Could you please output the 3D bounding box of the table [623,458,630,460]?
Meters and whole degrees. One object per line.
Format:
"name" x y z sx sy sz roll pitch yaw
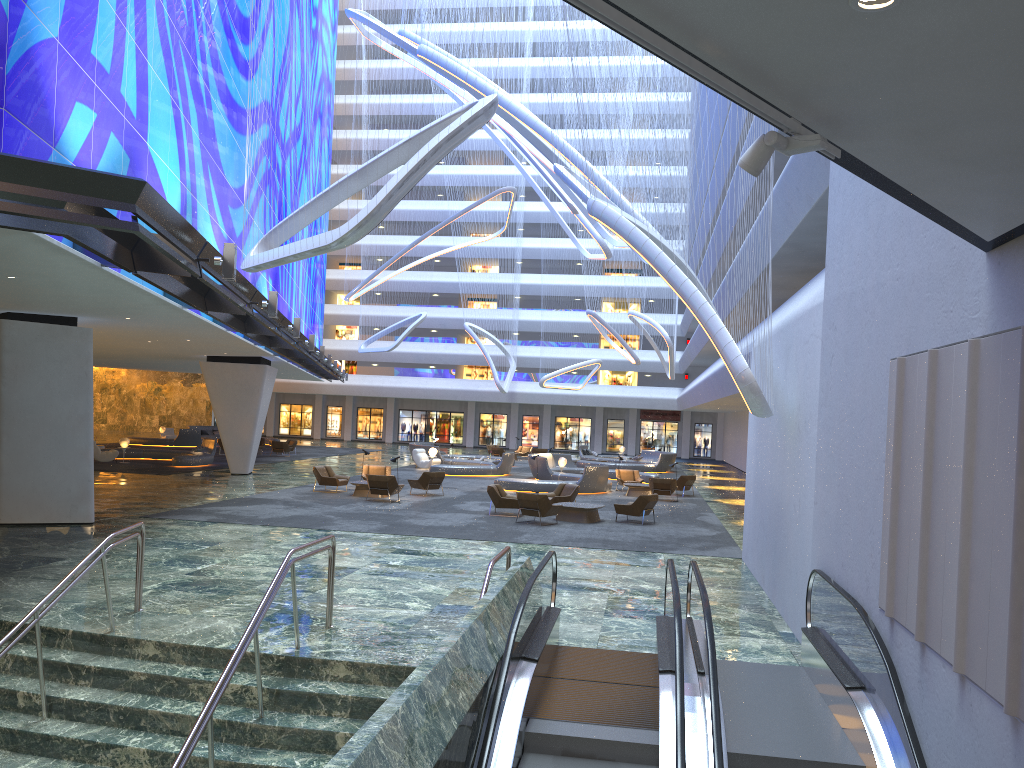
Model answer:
"table" 6.515 4.499 51.590 0.671 0.406 0.674 3 -1 5

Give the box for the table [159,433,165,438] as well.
"table" -20.108 3.105 50.799 0.418 0.595 0.428 3 -1 8

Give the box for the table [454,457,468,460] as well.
"table" -2.510 3.783 43.145 0.673 0.406 0.671 2 -2 28

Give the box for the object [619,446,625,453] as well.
"object" 6.743 4.006 54.277 0.367 0.387 0.318 3 -1 -9

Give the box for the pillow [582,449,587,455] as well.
"pillow" 4.349 4.025 52.408 0.295 0.369 0.770 2 -2 21

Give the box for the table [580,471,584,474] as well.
"table" 3.371 3.825 36.291 1.202 0.392 1.204 2 -2 9

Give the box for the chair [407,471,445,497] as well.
"chair" -2.602 3.055 27.304 0.938 0.766 0.930 2 -2 42

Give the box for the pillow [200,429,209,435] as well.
"pillow" -19.237 3.012 55.321 0.315 0.386 0.785 2 -2 25

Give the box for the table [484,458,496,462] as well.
"table" -0.996 3.856 43.195 0.674 0.406 0.671 4 -2 -29

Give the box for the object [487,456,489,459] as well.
"object" -1.189 3.587 43.245 0.071 0.118 0.151 3 -1 19

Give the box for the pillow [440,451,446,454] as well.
"pillow" -3.633 3.502 44.999 0.443 0.207 0.444 4 -2 -30

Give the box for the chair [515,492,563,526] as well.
"chair" 0.613 3.005 21.456 0.929 0.766 0.939 2 -1 36

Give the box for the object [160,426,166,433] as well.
"object" -20.039 2.618 50.822 0.366 0.387 0.318 2 -1 16

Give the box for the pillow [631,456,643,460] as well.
"pillow" 6.905 4.064 48.727 0.693 0.262 0.877 4 -2 -29

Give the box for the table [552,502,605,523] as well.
"table" 1.690 3.273 22.555 1.202 0.392 1.204 2 -2 27

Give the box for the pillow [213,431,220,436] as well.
"pillow" -18.512 3.115 55.956 0.692 0.262 0.877 3 -2 -1

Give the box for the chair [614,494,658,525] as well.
"chair" 3.180 3.166 22.626 0.938 0.766 0.930 2 -1 33

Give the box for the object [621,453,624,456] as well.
"object" 6.449 4.166 51.669 0.131 0.252 0.103 3 0 -8

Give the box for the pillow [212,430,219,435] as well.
"pillow" -18.596 3.074 56.133 0.775 0.366 0.317 4 -2 -40

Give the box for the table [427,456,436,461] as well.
"table" -3.510 3.473 38.770 0.418 0.595 0.427 3 -1 -17

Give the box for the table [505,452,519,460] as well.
"table" -0.271 4.152 50.755 1.202 0.392 1.204 1 -2 44

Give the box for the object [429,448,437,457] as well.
"object" -3.456 2.985 38.811 0.367 0.387 0.318 3 -1 -9

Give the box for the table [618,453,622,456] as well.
"table" 6.468 4.432 52.988 0.418 0.595 0.427 3 -1 -37

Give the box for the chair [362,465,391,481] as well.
"chair" -4.318 3.006 28.256 0.929 0.766 0.939 3 -1 -8

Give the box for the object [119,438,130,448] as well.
"object" -15.164 2.292 34.695 0.318 0.387 0.367 2 -1 16

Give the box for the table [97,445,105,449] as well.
"table" -18.110 2.899 38.806 0.671 0.406 0.673 3 -1 -4

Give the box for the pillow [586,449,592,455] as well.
"pillow" 4.561 4.011 52.411 0.315 0.386 0.785 2 -2 24

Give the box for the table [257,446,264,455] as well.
"table" -13.131 3.336 44.660 1.204 0.392 1.203 4 -2 -27

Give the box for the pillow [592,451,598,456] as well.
"pillow" 4.805 4.123 52.668 0.685 0.280 0.873 4 -2 -44

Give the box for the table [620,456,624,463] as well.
"table" 5.954 4.245 48.245 0.418 0.595 0.428 3 -1 5

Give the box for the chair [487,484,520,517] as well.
"chair" -0.147 3.022 22.997 0.938 0.766 0.930 2 -1 11

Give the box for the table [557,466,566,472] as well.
"table" 1.958 3.616 35.454 0.418 0.595 0.428 3 -1 8

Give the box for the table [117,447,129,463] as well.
"table" -15.163 2.782 34.649 0.427 0.595 0.418 3 -1 8

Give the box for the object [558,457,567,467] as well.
"object" 2.027 3.129 35.477 0.366 0.387 0.318 2 -1 16

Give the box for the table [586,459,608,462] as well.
"table" 4.545 4.265 47.461 1.202 0.392 1.204 2 -2 9

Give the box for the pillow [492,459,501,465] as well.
"pillow" -0.397 3.349 37.957 0.692 0.262 0.878 2 -2 17

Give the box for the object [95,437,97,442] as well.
"object" -18.231 2.513 38.794 0.076 0.356 0.066 3 0 1

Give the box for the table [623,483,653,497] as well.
"table" 4.451 3.685 30.739 1.202 0.392 1.204 2 -2 8

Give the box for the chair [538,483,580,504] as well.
"chair" 1.299 3.136 24.325 0.939 0.766 0.929 3 -1 -30

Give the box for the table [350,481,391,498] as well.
"table" -4.161 3.129 26.364 1.202 0.392 1.204 2 -2 9
